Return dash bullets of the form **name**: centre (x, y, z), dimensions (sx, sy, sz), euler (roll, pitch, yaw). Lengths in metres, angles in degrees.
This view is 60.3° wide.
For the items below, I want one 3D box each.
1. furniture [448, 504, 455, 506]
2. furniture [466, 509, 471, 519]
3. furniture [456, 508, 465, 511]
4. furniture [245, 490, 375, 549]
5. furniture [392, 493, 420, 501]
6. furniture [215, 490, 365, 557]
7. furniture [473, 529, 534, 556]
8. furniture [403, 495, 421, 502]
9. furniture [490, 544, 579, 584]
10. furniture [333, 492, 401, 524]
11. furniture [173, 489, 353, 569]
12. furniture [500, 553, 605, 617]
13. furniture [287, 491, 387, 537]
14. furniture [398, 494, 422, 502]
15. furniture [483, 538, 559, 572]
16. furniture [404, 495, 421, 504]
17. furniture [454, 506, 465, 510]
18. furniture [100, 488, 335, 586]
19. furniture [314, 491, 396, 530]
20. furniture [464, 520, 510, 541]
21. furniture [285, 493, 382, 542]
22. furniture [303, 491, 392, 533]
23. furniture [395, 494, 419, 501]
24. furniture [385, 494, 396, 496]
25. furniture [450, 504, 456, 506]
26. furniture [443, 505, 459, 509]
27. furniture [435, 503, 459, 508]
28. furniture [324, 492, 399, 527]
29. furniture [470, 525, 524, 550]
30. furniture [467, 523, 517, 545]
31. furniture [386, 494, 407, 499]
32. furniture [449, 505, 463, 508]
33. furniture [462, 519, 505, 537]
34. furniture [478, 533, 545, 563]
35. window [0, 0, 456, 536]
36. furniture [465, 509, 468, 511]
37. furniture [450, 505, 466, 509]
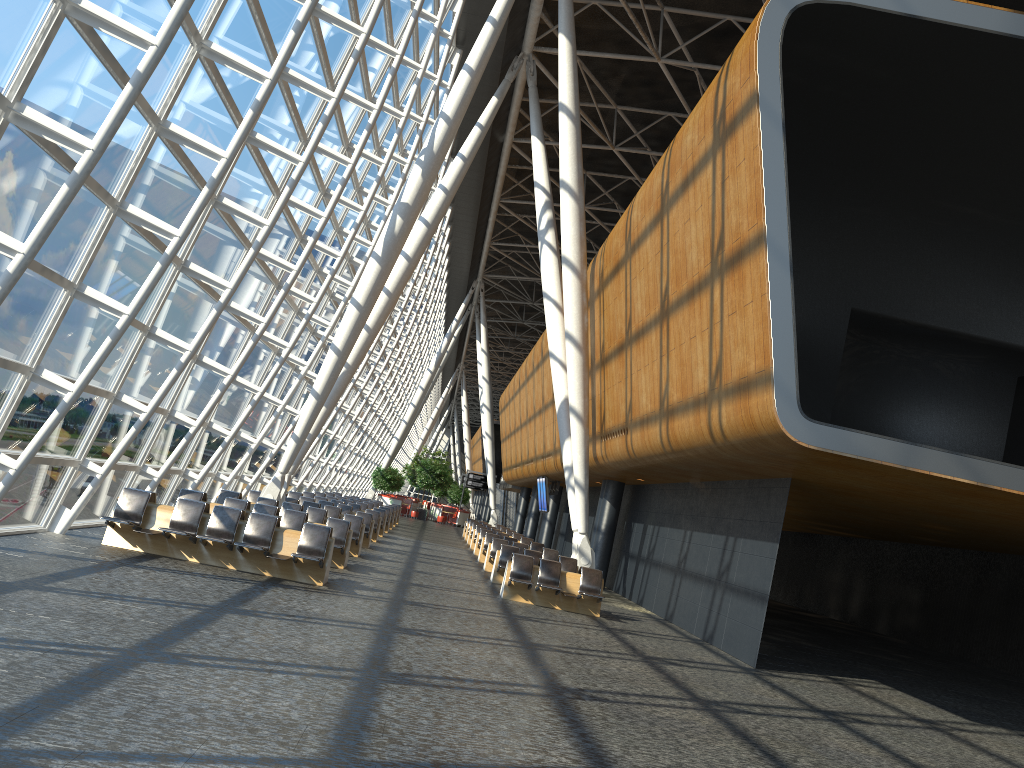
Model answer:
- **furniture**: centre (-6.278, 13.975, 98.111), dimensions (1.899, 0.864, 1.670), euler (12, -7, -4)
- **furniture**: centre (-4.713, 11.739, 80.181), dimensions (1.899, 0.864, 1.670), euler (12, -7, -4)
- **furniture**: centre (-3.855, 9.235, 61.909), dimensions (0.886, 1.001, 2.859), euler (11, -7, 9)
- **furniture**: centre (-5.147, 3.421, 22.347), dimensions (3.256, 0.864, 1.670), euler (12, -7, -4)
- **furniture**: centre (-11.178, 12.039, 91.445), dimensions (3.256, 0.864, 1.670), euler (12, -7, -4)
- **furniture**: centre (-4.886, 3.048, 19.359), dimensions (3.256, 0.864, 1.670), euler (12, -7, -4)
- **furniture**: centre (-0.247, 5.358, 29.013), dimensions (1.899, 0.864, 1.670), euler (12, -7, -4)
- **furniture**: centre (-11.699, 12.784, 97.422), dimensions (3.256, 0.864, 1.670), euler (12, -7, -4)
- **furniture**: centre (0.535, 4.239, 20.049), dimensions (1.899, 0.864, 1.670), euler (12, -7, -4)
- **furniture**: centre (-6.712, 5.657, 40.277), dimensions (3.256, 0.864, 1.670), euler (12, -7, -4)
- **furniture**: centre (-4.625, 2.676, 16.371), dimensions (3.256, 0.864, 1.670), euler (12, -7, -4)
- **furniture**: centre (0.796, 3.867, 17.060), dimensions (1.899, 0.864, 1.670), euler (12, -7, -4)
- **furniture**: centre (-5.669, 4.166, 28.324), dimensions (3.256, 0.864, 1.670), euler (12, -7, -4)
- **furniture**: centre (-12.221, 13.529, 103.398), dimensions (3.256, 0.864, 1.670), euler (12, -7, -4)
- **furniture**: centre (0.274, 4.612, 23.037), dimensions (1.899, 0.864, 1.670), euler (12, -7, -4)
- **furniture**: centre (-11.960, 13.157, 100.410), dimensions (3.256, 0.864, 1.670), euler (12, -7, -4)
- **furniture**: centre (-5.235, 12.484, 86.158), dimensions (1.899, 0.864, 1.670), euler (12, -7, -4)
- **furniture**: centre (-4.364, 2.303, 13.383), dimensions (3.256, 0.864, 1.670), euler (12, -7, -4)
- **furniture**: centre (-6.190, 4.912, 34.300), dimensions (3.256, 0.864, 1.670), euler (12, -7, -4)
- **furniture**: centre (-1.030, 6.476, 37.978), dimensions (1.899, 0.864, 1.670), euler (12, -7, -4)
- **furniture**: centre (-5.408, 3.794, 25.336), dimensions (3.256, 0.864, 1.670), euler (12, -7, -4)
- **furniture**: centre (-5.929, 4.539, 31.312), dimensions (3.256, 0.864, 1.670), euler (12, -7, -4)
- **furniture**: centre (-8.610, 9.783, 72.498), dimensions (0.882, 1.003, 2.871), euler (8, -8, 38)
- **furniture**: centre (-8.739, 8.511, 63.735), dimensions (0.886, 1.001, 2.859), euler (11, -7, 9)
- **furniture**: centre (-6.539, 14.348, 101.099), dimensions (1.899, 0.864, 1.670), euler (12, -7, -4)
- **furniture**: centre (-4.610, 9.490, 64.769), dimensions (0.900, 1.002, 2.813), euler (15, -8, -36)
- **furniture**: centre (-5.260, 9.880, 68.433), dimensions (0.882, 1.003, 2.871), euler (8, -8, 38)
- **furniture**: centre (-6.451, 5.284, 37.289), dimensions (3.256, 0.864, 1.670), euler (12, -7, -4)
- **furniture**: centre (-0.508, 5.730, 32.002), dimensions (1.899, 0.864, 1.670), euler (12, -7, -4)
- **furniture**: centre (-0.769, 6.103, 34.990), dimensions (1.899, 0.864, 1.670), euler (12, -7, -4)
- **furniture**: centre (-7.984, 8.256, 60.875), dimensions (0.900, 1.002, 2.813), euler (15, -8, -36)
- **furniture**: centre (-5.756, 13.230, 92.134), dimensions (1.899, 0.864, 1.670), euler (12, -7, -4)
- **furniture**: centre (-1.290, 6.848, 40.966), dimensions (1.899, 0.864, 1.670), euler (12, -7, -4)
- **furniture**: centre (0.014, 4.985, 26.025), dimensions (1.899, 0.864, 1.670), euler (12, -7, -4)
- **window**: centre (-9.639, 3.982, 80.013), dimensions (3.725, 13.950, 167.252), euler (12, -8, -3)
- **furniture**: centre (-4.974, 12.112, 83.170), dimensions (1.899, 0.864, 1.670), euler (12, -7, -4)
- **furniture**: centre (-5.495, 12.857, 89.146), dimensions (1.899, 0.864, 1.670), euler (12, -7, -4)
